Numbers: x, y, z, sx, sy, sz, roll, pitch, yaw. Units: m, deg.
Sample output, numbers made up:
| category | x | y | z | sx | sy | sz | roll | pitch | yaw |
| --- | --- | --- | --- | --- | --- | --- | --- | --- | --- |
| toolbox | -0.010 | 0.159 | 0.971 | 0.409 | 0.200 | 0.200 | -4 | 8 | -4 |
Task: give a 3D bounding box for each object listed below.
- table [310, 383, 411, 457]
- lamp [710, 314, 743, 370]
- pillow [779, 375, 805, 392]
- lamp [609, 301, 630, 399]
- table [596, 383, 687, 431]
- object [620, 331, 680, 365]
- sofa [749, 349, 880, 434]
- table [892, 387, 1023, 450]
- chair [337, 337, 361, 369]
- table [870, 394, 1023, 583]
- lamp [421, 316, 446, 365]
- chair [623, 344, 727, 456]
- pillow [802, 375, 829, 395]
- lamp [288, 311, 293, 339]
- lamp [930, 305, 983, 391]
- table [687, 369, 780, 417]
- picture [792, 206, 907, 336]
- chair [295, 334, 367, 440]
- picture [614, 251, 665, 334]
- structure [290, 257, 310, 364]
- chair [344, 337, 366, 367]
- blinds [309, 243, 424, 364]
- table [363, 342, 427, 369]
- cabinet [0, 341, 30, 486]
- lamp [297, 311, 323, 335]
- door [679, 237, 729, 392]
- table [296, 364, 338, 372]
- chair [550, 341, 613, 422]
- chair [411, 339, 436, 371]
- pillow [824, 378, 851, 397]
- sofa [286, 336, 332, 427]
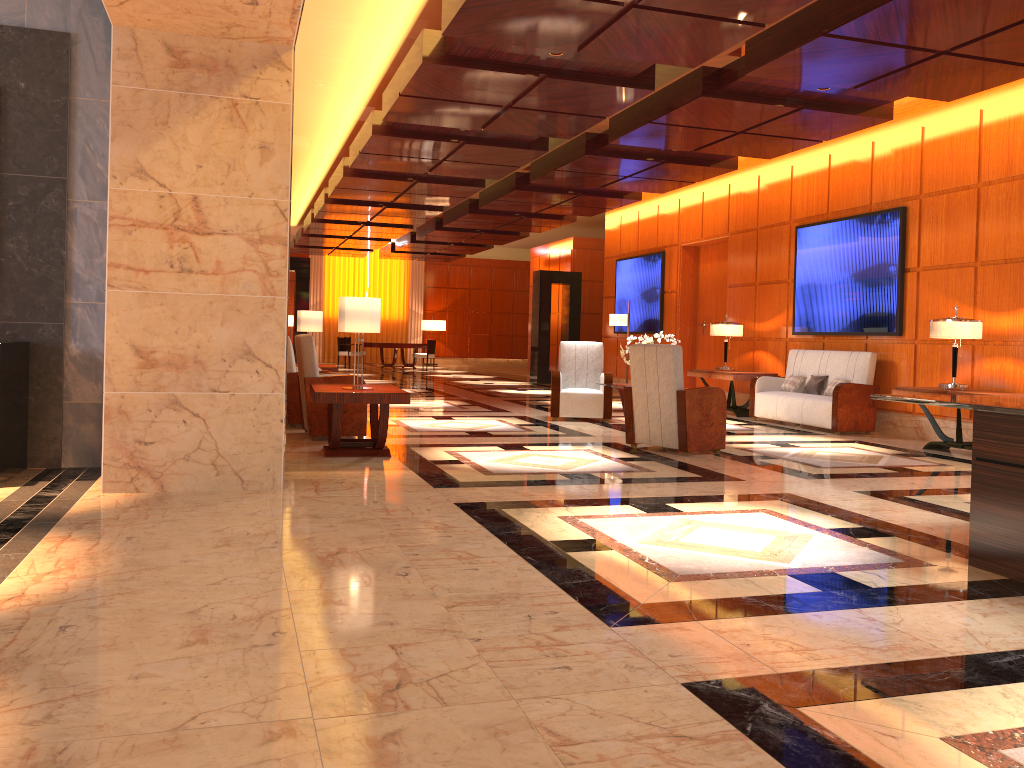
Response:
| category | x | y | z | sx | sy | sz | roll | pitch | yaw |
| --- | --- | --- | --- | --- | --- | --- | --- | --- | --- |
| table | -1.280 | 0.300 | 7.282 | 0.724 | 0.534 | 1.169 | 1 | 3 | -14 |
| lamp | 3.007 | -0.594 | 12.451 | 0.459 | 0.793 | 0.459 | 2 | 1 | 34 |
| pillow | 3.555 | -0.004 | 11.247 | 0.195 | 0.227 | 0.344 | 1 | 2 | -12 |
| lamp | 1.886 | -0.566 | 14.952 | 0.526 | 1.660 | 0.360 | 1 | 1 | -27 |
| table | 1.506 | 0.284 | 9.588 | 0.722 | 0.495 | 1.562 | 1 | 3 | -14 |
| object | 1.540 | -0.278 | 9.712 | 0.788 | 0.617 | 0.418 | 0 | 2 | -40 |
| sofa | 3.650 | 0.051 | 10.802 | 0.612 | 0.932 | 1.801 | 1 | 2 | -17 |
| table | 4.329 | 0.368 | 8.385 | 0.725 | 0.606 | 1.272 | 1 | 3 | -17 |
| chair | -4.637 | -0.882 | 24.986 | 0.576 | 0.893 | 0.584 | 2 | 1 | 21 |
| table | 2.816 | 0.479 | 3.997 | 1.600 | 0.744 | 1.602 | 1 | 3 | -17 |
| lamp | -2.650 | -1.457 | 29.795 | 0.811 | 1.660 | 0.811 | 2 | 1 | 23 |
| chair | 1.455 | 0.120 | 8.008 | 0.628 | 0.960 | 0.738 | 1 | 2 | -38 |
| pillow | 3.711 | 0.013 | 10.840 | 0.160 | 0.253 | 0.358 | 1 | 2 | -21 |
| lamp | -7.082 | -1.510 | 28.411 | 0.811 | 1.660 | 0.811 | 2 | 1 | 23 |
| lamp | 4.243 | -0.348 | 8.486 | 0.458 | 0.809 | 0.459 | 1 | 1 | -8 |
| table | 3.073 | 0.125 | 12.415 | 0.725 | 0.606 | 1.272 | 1 | 3 | -17 |
| picture | 4.090 | -1.324 | 10.902 | 0.056 | 1.451 | 1.999 | 1 | 2 | -17 |
| chair | -1.725 | 0.012 | 8.381 | 0.628 | 0.960 | 0.738 | 1 | 2 | -18 |
| picture | 2.345 | -1.660 | 16.496 | 0.056 | 1.451 | 1.999 | 1 | 2 | -17 |
| structure | -4.663 | -1.329 | 18.061 | 0.985 | 2.497 | 0.500 | 1 | 1 | -17 |
| chair | -4.693 | -0.948 | 26.244 | 0.576 | 0.893 | 0.585 | 2 | 1 | 11 |
| blinds | -4.882 | -2.725 | 29.736 | 3.852 | 4.062 | 0.149 | 1 | 1 | -17 |
| table | -3.265 | -0.812 | 25.588 | 0.784 | 0.741 | 2.107 | 3 | 3 | 44 |
| cabinet | -4.208 | 0.155 | 5.309 | 2.190 | 0.867 | 0.784 | 1 | 2 | -17 |
| lamp | 2.637 | -0.291 | 8.574 | 13.008 | 0.734 | 0.335 | 3 | 2 | 32 |
| door | 3.241 | -0.996 | 14.417 | 0.340 | 2.650 | 1.539 | 1 | 1 | -17 |
| table | -2.772 | 0.012 | 12.065 | 0.724 | 0.534 | 1.169 | 1 | 3 | -14 |
| chair | 0.853 | -0.048 | 10.943 | 0.738 | 0.960 | 0.629 | 2 | 1 | 2 |
| chair | -2.445 | -0.820 | 24.981 | 0.577 | 0.893 | 0.584 | 2 | 1 | 26 |
| pillow | 3.811 | 0.052 | 10.403 | 0.202 | 0.229 | 0.273 | 1 | 2 | -15 |
| sofa | -2.315 | -0.070 | 9.890 | 0.612 | 0.932 | 1.801 | 1 | 2 | -17 |
